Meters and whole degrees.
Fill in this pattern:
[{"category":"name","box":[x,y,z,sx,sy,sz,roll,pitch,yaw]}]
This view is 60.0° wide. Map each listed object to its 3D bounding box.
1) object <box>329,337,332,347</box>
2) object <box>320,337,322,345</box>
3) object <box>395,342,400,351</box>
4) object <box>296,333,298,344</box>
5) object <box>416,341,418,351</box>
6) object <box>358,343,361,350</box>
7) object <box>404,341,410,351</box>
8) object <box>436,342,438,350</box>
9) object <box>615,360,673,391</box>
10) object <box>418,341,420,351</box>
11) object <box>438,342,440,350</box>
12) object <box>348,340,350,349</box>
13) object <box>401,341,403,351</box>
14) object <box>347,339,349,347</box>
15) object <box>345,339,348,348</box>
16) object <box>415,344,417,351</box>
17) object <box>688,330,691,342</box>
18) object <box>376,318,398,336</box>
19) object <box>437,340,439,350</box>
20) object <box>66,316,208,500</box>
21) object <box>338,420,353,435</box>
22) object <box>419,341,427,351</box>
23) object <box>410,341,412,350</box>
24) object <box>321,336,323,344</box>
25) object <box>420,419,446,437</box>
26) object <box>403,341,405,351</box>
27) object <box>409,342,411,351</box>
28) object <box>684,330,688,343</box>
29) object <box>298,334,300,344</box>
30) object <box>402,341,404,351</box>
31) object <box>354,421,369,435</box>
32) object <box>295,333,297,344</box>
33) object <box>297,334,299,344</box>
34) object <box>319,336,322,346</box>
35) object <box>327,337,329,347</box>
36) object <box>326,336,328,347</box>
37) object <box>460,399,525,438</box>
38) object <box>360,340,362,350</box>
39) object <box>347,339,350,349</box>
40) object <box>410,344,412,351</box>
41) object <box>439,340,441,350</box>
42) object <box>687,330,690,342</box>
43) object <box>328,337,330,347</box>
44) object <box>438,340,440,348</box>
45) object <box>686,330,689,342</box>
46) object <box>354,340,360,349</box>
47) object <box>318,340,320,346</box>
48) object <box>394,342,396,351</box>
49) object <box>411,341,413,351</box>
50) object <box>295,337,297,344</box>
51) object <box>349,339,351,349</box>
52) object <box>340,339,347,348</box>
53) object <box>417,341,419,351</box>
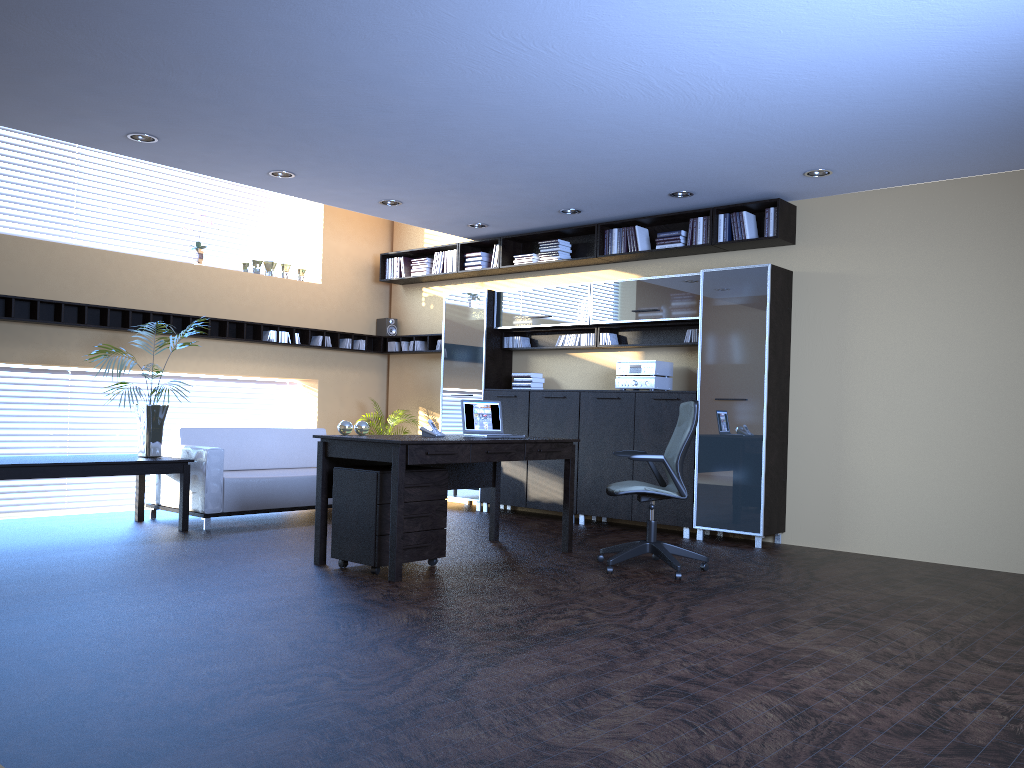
[{"category":"object","box":[-2.190,-0.495,10.480,0.142,0.118,0.040,1,-1,40]},{"category":"object","box":[-2.279,-0.502,10.382,0.140,0.117,0.026,1,-1,41]},{"category":"object","box":[-1.383,-0.457,10.945,0.040,0.118,0.142,1,-1,41]},{"category":"object","box":[-2.497,-0.516,10.125,0.142,0.120,0.030,1,-1,41]},{"category":"object","box":[-1.096,-0.456,10.698,0.030,0.120,0.142,1,-1,41]},{"category":"object","box":[-1.898,-0.477,10.822,0.142,0.120,0.009,1,-1,40]},{"category":"object","box":[-1.261,-0.456,10.840,0.040,0.118,0.142,1,-1,41]},{"category":"object","box":[-0.834,-0.454,10.473,0.040,0.118,0.142,1,-1,41]},{"category":"object","box":[1.258,-0.075,8.458,0.430,0.282,0.363,1,-2,41]},{"category":"object","box":[-1.072,-0.456,10.678,0.030,0.120,0.142,1,-1,41]},{"category":"object","box":[-0.807,-0.455,10.450,0.030,0.120,0.142,1,-1,41]},{"category":"object","box":[-2.005,-0.484,10.689,0.142,0.120,0.030,1,-1,41]},{"category":"object","box":[-1.296,-0.457,10.870,0.030,0.120,0.142,1,-1,41]},{"category":"object","box":[-2.020,-0.485,10.673,0.140,0.117,0.026,1,-1,41]},{"category":"object","box":[-2.031,-0.485,10.670,0.142,0.120,0.030,1,-1,40]},{"category":"object","box":[-1.111,-0.457,10.711,0.009,0.120,0.142,2,-1,41]},{"category":"object","box":[1.696,-0.444,8.298,0.030,0.120,0.142,1,-1,41]},{"category":"object","box":[-1.567,-0.702,11.122,0.159,0.229,0.254,2,-1,-39]},{"category":"object","box":[-0.823,-0.455,10.463,0.030,0.120,0.142,1,-1,41]},{"category":"object","box":[-3.442,0.310,8.146,1.040,1.859,1.896,2,-1,-29]},{"category":"object","box":[-1.179,0.309,6.263,0.105,0.105,0.105,2,-1,-30]},{"category":"object","box":[-1.061,-0.455,10.668,0.040,0.118,0.142,1,-1,41]},{"category":"object","box":[-1.177,-0.457,10.767,0.030,0.120,0.142,1,-1,41]},{"category":"object","box":[-2.274,-0.501,10.392,0.142,0.120,0.030,1,-1,41]},{"category":"object","box":[-0.577,0.322,6.461,0.146,0.126,0.130,1,-1,26]},{"category":"object","box":[-1.273,-0.457,10.850,0.030,0.120,0.142,1,-1,41]},{"category":"object","box":[-1.188,-0.456,10.777,0.040,0.118,0.142,1,-1,41]},{"category":"object","box":[1.669,-0.443,8.321,0.040,0.118,0.142,1,-1,41]},{"category":"object","box":[-2.479,-0.514,10.144,0.142,0.118,0.040,1,-1,41]},{"category":"object","box":[-1.281,-0.457,10.857,0.030,0.120,0.142,1,-1,41]},{"category":"object","box":[-1.070,0.314,6.312,0.105,0.105,0.105,2,-1,-30]},{"category":"object","box":[-2.505,-0.517,10.106,0.140,0.117,0.026,1,-1,41]},{"category":"object","box":[-2.490,-0.516,10.134,0.140,0.117,0.026,1,-1,40]},{"category":"object","box":[-2.284,-0.502,10.373,0.142,0.120,0.030,1,-1,41]},{"category":"object","box":[-2.210,-0.497,10.450,0.142,0.120,0.030,1,-1,40]},{"category":"object","box":[-2.219,-0.498,10.444,0.142,0.120,0.030,1,-1,41]},{"category":"object","box":[-0.146,0.265,6.769,0.390,0.283,0.323,3,-1,-39]},{"category":"object","box":[-1.887,-0.477,10.826,0.142,0.120,0.009,1,-1,41]},{"category":"object","box":[-2.014,-0.485,10.683,0.142,0.120,0.030,1,-1,40]},{"category":"object","box":[-1.169,-0.457,10.761,0.030,0.120,0.142,1,-1,41]},{"category":"object","box":[-0.799,-0.455,10.443,0.030,0.120,0.142,1,-1,41]},{"category":"object","box":[1.688,-0.444,8.305,0.030,0.120,0.142,1,-1,41]},{"category":"object","box":[-2.206,-0.497,10.460,0.142,0.120,0.030,1,-1,40]},{"category":"object","box":[-0.815,-0.455,10.456,0.030,0.120,0.142,1,-1,41]},{"category":"object","box":[1.680,-0.444,8.312,0.030,0.120,0.142,1,-1,41]},{"category":"object","box":[-1.910,-0.477,10.800,0.142,0.118,0.040,1,-1,40]},{"category":"object","box":[-2.292,-0.503,10.367,0.142,0.120,0.030,1,-1,40]},{"category":"object","box":[-1.402,-0.458,10.961,0.009,0.120,0.142,2,-1,41]},{"category":"object","box":[-1.161,-0.457,10.754,0.030,0.120,0.142,1,-1,41]},{"category":"object","box":[-2.507,-0.517,10.107,0.142,0.120,0.030,1,-1,40]},{"category":"object","box":[-1.994,-0.484,10.707,0.142,0.120,0.009,1,-1,41]},{"category":"object","box":[-2.039,-0.485,10.657,0.142,0.118,0.040,1,-1,41]},{"category":"object","box":[-1.080,-0.456,10.684,0.030,0.120,0.142,1,-1,41]}]
